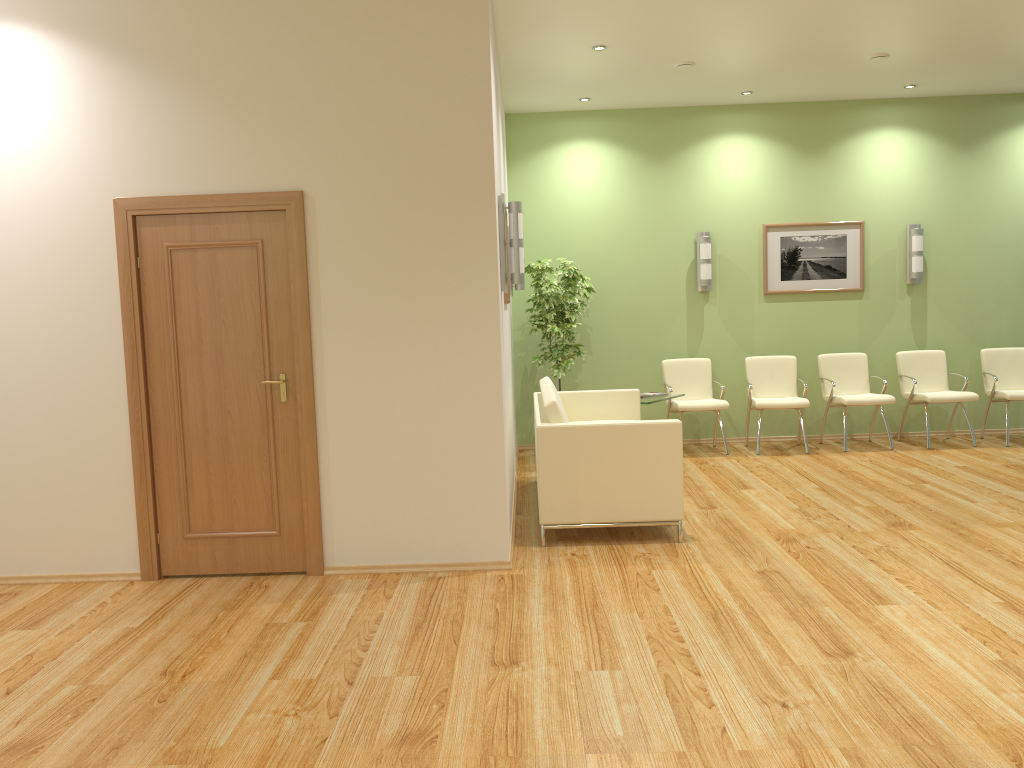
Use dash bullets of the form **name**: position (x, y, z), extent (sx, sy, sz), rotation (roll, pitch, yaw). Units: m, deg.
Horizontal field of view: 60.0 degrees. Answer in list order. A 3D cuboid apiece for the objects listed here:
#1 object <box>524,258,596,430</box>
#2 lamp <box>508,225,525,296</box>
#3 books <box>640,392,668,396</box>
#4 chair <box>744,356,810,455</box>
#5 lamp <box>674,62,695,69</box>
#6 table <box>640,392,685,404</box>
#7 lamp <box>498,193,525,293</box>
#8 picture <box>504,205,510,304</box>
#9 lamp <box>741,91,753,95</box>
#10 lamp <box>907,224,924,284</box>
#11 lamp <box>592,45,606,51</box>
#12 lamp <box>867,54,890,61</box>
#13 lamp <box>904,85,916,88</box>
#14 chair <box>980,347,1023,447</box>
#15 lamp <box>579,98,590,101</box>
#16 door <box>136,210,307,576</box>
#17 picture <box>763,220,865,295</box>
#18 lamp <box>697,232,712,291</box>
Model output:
- **object**: position (0.458, -0.238, 8.352), extent (0.668, 1.900, 0.943), rotation (-1, 5, 9)
- **lamp**: position (0.030, -1.015, 7.315), extent (0.142, 0.580, 0.134), rotation (-2, 5, 1)
- **books**: position (1.210, 0.088, 8.003), extent (0.328, 0.031, 0.230), rotation (-4, 6, -24)
- **chair**: position (2.530, 0.188, 8.486), extent (0.536, 0.881, 0.650), rotation (-2, 5, 6)
- **lamp**: position (1.394, -2.564, 7.154), extent (0.167, 0.024, 0.167), rotation (-6, 6, -38)
- **table**: position (1.070, 0.418, 7.984), extent (0.736, 0.614, 0.736), rotation (2, 6, 36)
- **lamp**: position (-0.003, -0.832, 5.255), extent (0.142, 0.580, 0.134), rotation (-2, 5, 1)
- **picture**: position (-0.044, -0.922, 6.290), extent (0.025, 0.700, 1.000), rotation (-2, 5, 1)
- **lamp**: position (2.175, -2.692, 8.213), extent (0.105, 0.011, 0.105), rotation (-4, 5, -18)
- **lamp**: position (3.972, -1.281, 8.725), extent (0.134, 0.580, 0.142), rotation (-2, 5, 1)
- **lamp**: position (0.649, -2.494, 6.590), extent (0.105, 0.011, 0.105), rotation (1, 6, 34)
- **lamp**: position (2.944, -2.617, 7.124), extent (0.167, 0.024, 0.167), rotation (-6, 6, -38)
- **lamp**: position (3.673, -2.743, 8.184), extent (0.105, 0.011, 0.105), rotation (-4, 5, -18)
- **chair**: position (4.829, 0.110, 8.439), extent (0.536, 0.881, 0.650), rotation (-2, 5, 6)
- **lamp**: position (0.676, -2.642, 8.242), extent (0.105, 0.011, 0.105), rotation (1, 6, 27)
- **door**: position (-1.596, 0.071, 4.889), extent (0.823, 2.001, 0.098), rotation (-2, 5, 1)
- **picture**: position (2.997, -1.253, 8.802), extent (1.000, 0.700, 0.025), rotation (-2, 5, 1)
- **lamp**: position (1.906, -1.210, 8.764), extent (0.134, 0.580, 0.142), rotation (-2, 5, 1)
